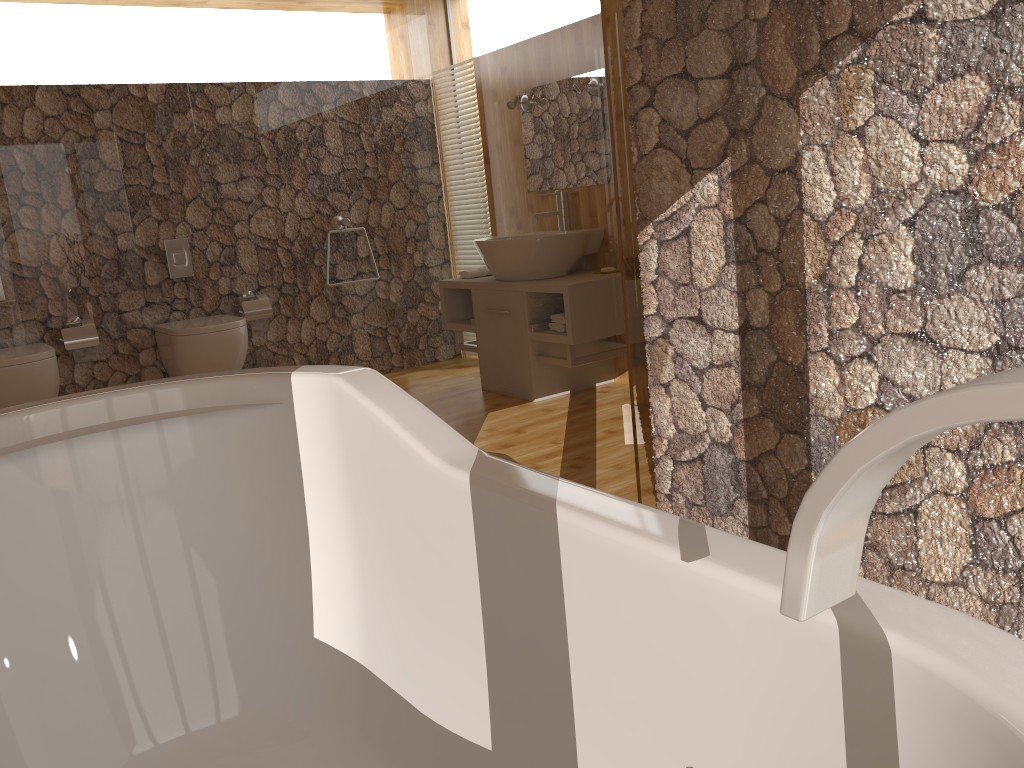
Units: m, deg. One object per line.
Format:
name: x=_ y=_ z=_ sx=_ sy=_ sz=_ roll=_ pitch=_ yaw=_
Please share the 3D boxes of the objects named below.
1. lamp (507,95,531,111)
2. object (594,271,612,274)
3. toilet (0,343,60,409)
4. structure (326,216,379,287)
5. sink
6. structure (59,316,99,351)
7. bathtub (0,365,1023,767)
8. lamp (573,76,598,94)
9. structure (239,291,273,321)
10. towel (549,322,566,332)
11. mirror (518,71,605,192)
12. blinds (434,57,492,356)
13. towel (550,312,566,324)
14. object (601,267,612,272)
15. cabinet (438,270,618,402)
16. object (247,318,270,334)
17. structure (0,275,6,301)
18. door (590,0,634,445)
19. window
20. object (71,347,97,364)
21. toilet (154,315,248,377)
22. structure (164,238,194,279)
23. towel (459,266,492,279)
lamp: x=0.027 y=-1.461 z=4.612 sx=0.124 sy=0.080 sz=0.080 roll=-14 pitch=14 yaw=-33
object: x=0.460 y=-0.537 z=4.237 sx=0.100 sy=0.010 sz=0.100 roll=-14 pitch=14 yaw=-33
toilet: x=-2.271 y=0.024 z=4.050 sx=0.371 sy=0.337 sz=0.507 roll=-14 pitch=14 yaw=-33
structure: x=-0.951 y=-0.771 z=5.084 sx=0.332 sy=0.387 sz=0.133 roll=-14 pitch=14 yaw=-33
sink: x=0.091 y=-0.740 z=4.410 sx=0.533 sy=0.409 sz=0.634 roll=-14 pitch=14 yaw=-33
structure: x=-2.126 y=-0.254 z=4.331 sx=0.170 sy=0.151 sz=0.154 roll=-14 pitch=14 yaw=-33
bathtub: x=-0.298 y=0.353 z=0.963 sx=0.977 sy=0.900 sz=1.946 roll=-13 pitch=14 yaw=-30
lamp: x=0.344 y=-1.398 z=4.154 sx=0.124 sy=0.080 sz=0.080 roll=-14 pitch=14 yaw=-33
structure: x=-1.406 y=-0.427 z=4.804 sx=0.170 sy=0.151 sz=0.154 roll=-14 pitch=14 yaw=-33
towel: x=0.300 y=-0.287 z=4.146 sx=0.225 sy=0.048 sz=0.140 roll=-12 pitch=13 yaw=-27
mirror: x=0.259 y=-1.251 z=4.456 sx=0.005 sy=0.523 sz=0.698 roll=-14 pitch=14 yaw=-33
blinds: x=-0.274 y=-1.232 z=5.295 sx=0.042 sy=2.178 sz=0.420 roll=-14 pitch=14 yaw=-33
towel: x=0.308 y=-0.324 z=4.137 sx=0.225 sy=0.048 sz=0.140 roll=-12 pitch=13 yaw=-27
object: x=0.461 y=-0.546 z=4.236 sx=0.075 sy=0.023 sz=0.050 roll=-6 pitch=12 yaw=2
cabinet: x=0.145 y=-0.264 z=4.516 sx=0.517 sy=0.570 sz=1.136 roll=-14 pitch=14 yaw=-33
object: x=-1.381 y=-0.355 z=4.803 sx=0.098 sy=0.151 sz=0.090 roll=-14 pitch=14 yaw=-33
structure: x=-2.460 y=-0.482 z=4.154 sx=0.120 sy=0.200 sz=0.010 roll=-14 pitch=14 yaw=-33
door: x=0.805 y=-0.866 z=3.072 sx=0.983 sy=2.147 sz=0.077 roll=-5 pitch=12 yaw=6
window: x=0.846 y=-1.050 z=3.923 sx=0.010 sy=2.164 sz=3.964 roll=-14 pitch=14 yaw=-33
object: x=-2.100 y=-0.182 z=4.330 sx=0.098 sy=0.151 sz=0.090 roll=-14 pitch=14 yaw=-33
toilet: x=-1.549 y=-0.150 z=4.525 sx=0.371 sy=0.337 sz=0.507 roll=-14 pitch=14 yaw=-33
structure: x=-1.738 y=-0.656 z=4.628 sx=0.120 sy=0.200 sz=0.010 roll=-14 pitch=14 yaw=-33
towel: x=-0.159 y=-0.610 z=4.793 sx=0.225 sy=0.048 sz=0.140 roll=-12 pitch=13 yaw=-27
